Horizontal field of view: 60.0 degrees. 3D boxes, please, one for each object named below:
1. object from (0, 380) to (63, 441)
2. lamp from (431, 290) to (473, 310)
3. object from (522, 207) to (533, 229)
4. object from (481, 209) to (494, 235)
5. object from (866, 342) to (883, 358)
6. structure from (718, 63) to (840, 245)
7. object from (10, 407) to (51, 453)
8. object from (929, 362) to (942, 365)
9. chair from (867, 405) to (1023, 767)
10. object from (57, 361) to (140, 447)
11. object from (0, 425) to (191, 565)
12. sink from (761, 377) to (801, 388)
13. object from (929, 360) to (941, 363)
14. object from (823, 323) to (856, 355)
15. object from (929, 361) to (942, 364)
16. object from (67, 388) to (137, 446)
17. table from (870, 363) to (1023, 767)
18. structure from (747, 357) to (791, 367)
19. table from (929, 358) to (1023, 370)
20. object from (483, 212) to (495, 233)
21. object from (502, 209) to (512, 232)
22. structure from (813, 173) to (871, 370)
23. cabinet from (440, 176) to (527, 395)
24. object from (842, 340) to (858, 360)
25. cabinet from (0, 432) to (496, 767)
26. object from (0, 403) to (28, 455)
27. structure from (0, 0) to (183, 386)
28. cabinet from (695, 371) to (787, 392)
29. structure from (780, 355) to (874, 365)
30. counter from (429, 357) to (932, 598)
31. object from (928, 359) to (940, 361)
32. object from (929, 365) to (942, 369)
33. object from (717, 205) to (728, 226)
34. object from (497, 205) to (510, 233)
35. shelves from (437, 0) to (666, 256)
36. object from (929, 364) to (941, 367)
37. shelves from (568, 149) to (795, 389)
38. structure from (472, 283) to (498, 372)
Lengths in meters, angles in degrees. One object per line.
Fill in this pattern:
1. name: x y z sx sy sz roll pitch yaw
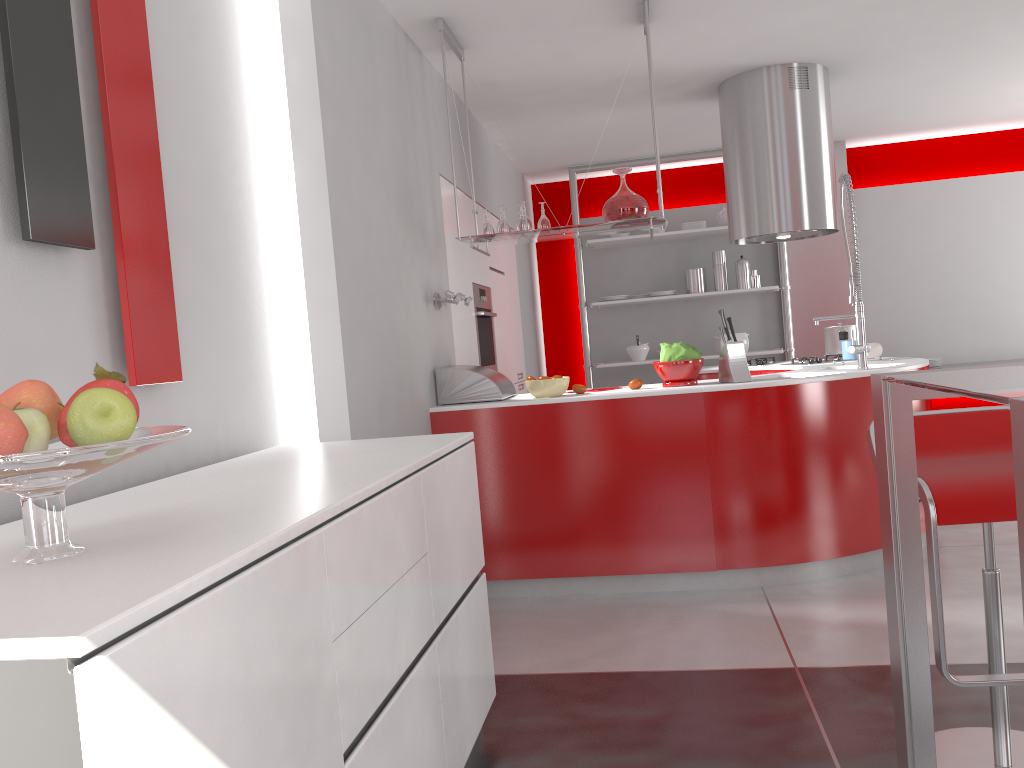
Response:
1. object: -0.728 0.045 1.320 0.121 0.101 0.097 -5 2 -12
2. lamp: -0.286 -0.401 4.228 0.155 0.081 0.454 -4 2 9
3. object: 0.065 -0.761 4.187 0.060 0.141 0.060 -4 2 9
4. object: -0.116 -0.744 4.137 0.060 0.141 0.060 -4 2 9
5. object: 1.908 -0.179 4.756 0.100 0.080 0.109 -6 2 -21
6. structure: 1.618 -1.367 5.397 0.644 0.958 0.644 -6 2 -24
7. object: -0.671 0.072 1.195 0.086 0.079 0.084 -3 3 38
8. object: 3.241 -0.150 6.976 0.228 0.020 0.228 -5 2 -9
9. chair: 1.154 0.503 2.148 0.418 0.857 0.460 -5 2 5
10. object: -0.601 0.029 1.289 0.097 0.133 0.117 -5 2 -1
11. object: -0.645 0.160 1.219 0.398 0.159 0.398 -6 3 -31
12. sink: 1.315 0.065 4.115 0.326 0.172 0.428 -6 3 -30
13. object: 3.239 -0.170 6.976 0.228 0.020 0.228 -5 2 -9
14. object: 1.935 -0.268 5.220 0.189 0.185 0.218 -6 3 -28
15. object: 3.240 -0.160 6.976 0.228 0.020 0.228 -5 2 -9
16. object: -0.545 0.048 1.174 0.083 0.086 0.100 -6 3 -31
17. table: 1.535 0.433 1.269 1.700 1.000 0.800 -4 2 9
18. structure: 1.548 -0.140 5.643 0.303 0.037 0.457 -3 3 39
19. table: 3.686 0.186 6.965 1.627 0.682 0.749 -4 2 11
20. object: -0.113 -0.747 4.223 0.060 0.141 0.060 -4 2 9
21. object: -0.035 -0.752 4.179 0.060 0.141 0.060 -4 2 9
22. structure: 1.541 -0.523 4.111 0.308 0.920 0.178 -7 3 -37
23. cabinet: -0.390 -0.096 5.790 0.614 2.026 2.398 -4 2 9
24. object: 1.846 -0.186 4.870 0.080 0.100 0.109 -6 2 -18
25. cabinet: -0.520 0.648 1.776 0.610 0.880 1.802 -4 2 9
26. object: -0.677 0.054 1.108 0.096 0.105 0.117 -3 3 38
27. structure: -0.958 -0.733 1.791 0.040 1.503 0.820 -4 2 9
28. cabinet: 0.814 0.388 4.699 1.875 0.761 1.025 -6 3 -35
29. structure: 1.849 -0.148 5.201 0.457 0.037 0.303 -5 2 -16
30. counter: 1.075 0.401 4.615 1.868 0.880 2.865 -3 3 43
31. object: 3.239 -0.180 6.975 0.228 0.020 0.228 -5 2 -9
32. object: 3.243 -0.130 6.977 0.228 0.020 0.228 -5 2 -9
33. object: 1.830 -1.389 7.301 0.287 0.222 0.287 -7 3 -36
34. object: -0.044 -0.747 4.075 0.060 0.141 0.060 -5 2 -14
35. shelves: 0.203 -1.161 4.098 0.934 1.023 0.462 -4 2 9
36. object: 3.242 -0.140 6.977 0.228 0.020 0.228 -5 2 -9
37. shelves: 1.430 -0.601 7.384 1.735 2.599 0.535 -4 2 9
38. structure: -0.144 -0.308 5.434 0.050 0.589 0.599 -4 2 9
